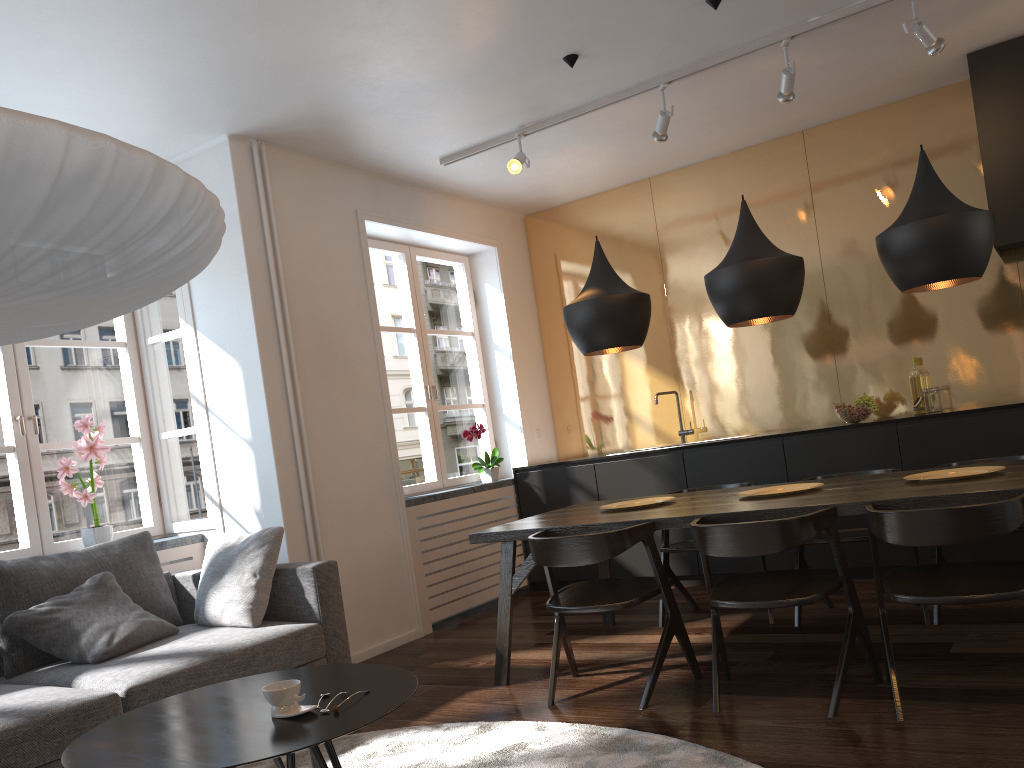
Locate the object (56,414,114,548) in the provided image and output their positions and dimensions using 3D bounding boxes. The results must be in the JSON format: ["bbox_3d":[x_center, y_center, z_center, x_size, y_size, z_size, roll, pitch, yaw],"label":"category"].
[{"bbox_3d":[-2.126,0.501,4.434,0.298,0.690,0.200,-8,0,11],"label":"object"}]

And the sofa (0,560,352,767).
[{"bbox_3d":[-1.554,1.119,2.673,2.050,0.671,3.058,-10,-5,32],"label":"sofa"}]

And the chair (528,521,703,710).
[{"bbox_3d":[0.374,0.907,3.562,0.596,0.670,0.518,-9,-2,31],"label":"chair"}]

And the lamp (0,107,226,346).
[{"bbox_3d":[-1.322,-0.206,1.758,1.465,0.210,1.478,-7,-4,-21],"label":"lamp"}]

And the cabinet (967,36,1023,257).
[{"bbox_3d":[3.454,-1.413,4.421,1.966,1.049,0.529,-10,-2,32],"label":"cabinet"}]

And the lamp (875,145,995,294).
[{"bbox_3d":[1.596,-0.643,3.367,0.410,0.540,0.412,-8,-1,-10],"label":"lamp"}]

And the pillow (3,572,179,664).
[{"bbox_3d":[-1.717,0.955,3.633,0.445,0.321,0.492,-9,-3,14],"label":"pillow"}]

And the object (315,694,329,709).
[{"bbox_3d":[-0.475,0.786,2.203,0.026,0.010,0.124,-8,-4,-2],"label":"object"}]

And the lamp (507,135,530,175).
[{"bbox_3d":[0.032,-1.263,4.909,0.085,0.239,0.250,-8,-2,19],"label":"lamp"}]

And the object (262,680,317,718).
[{"bbox_3d":[-0.536,0.759,2.123,0.140,0.069,0.091,-11,-4,44],"label":"object"}]

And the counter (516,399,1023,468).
[{"bbox_3d":[2.306,0.188,5.179,5.088,0.002,0.729,-11,-5,32],"label":"counter"}]

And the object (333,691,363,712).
[{"bbox_3d":[-0.391,0.768,2.160,0.015,0.015,0.167,-9,-4,19],"label":"object"}]

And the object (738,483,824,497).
[{"bbox_3d":[1.143,0.455,3.763,0.356,0.016,0.356,-9,-4,13],"label":"object"}]

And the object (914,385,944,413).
[{"bbox_3d":[2.438,0.091,5.170,0.177,0.151,0.088,-9,-1,10],"label":"object"}]

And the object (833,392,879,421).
[{"bbox_3d":[2.021,0.142,5.200,0.240,0.173,0.177,-9,-2,17],"label":"object"}]

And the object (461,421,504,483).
[{"bbox_3d":[-0.188,0.468,6.119,0.230,0.436,0.406,-8,-2,8],"label":"object"}]

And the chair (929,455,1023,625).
[{"bbox_3d":[2.153,0.676,3.887,0.596,0.670,0.518,-9,-2,32],"label":"chair"}]

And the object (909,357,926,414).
[{"bbox_3d":[2.453,0.007,5.341,0.092,0.339,0.092,-8,0,-1],"label":"object"}]

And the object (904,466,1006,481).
[{"bbox_3d":[1.700,0.349,3.403,0.358,0.016,0.354,-11,-5,36],"label":"object"}]

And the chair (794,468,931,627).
[{"bbox_3d":[1.646,0.772,4.215,0.596,0.670,0.518,-9,-2,30],"label":"chair"}]

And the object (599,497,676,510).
[{"bbox_3d":[0.585,0.560,4.122,0.358,0.016,0.354,-11,-5,36],"label":"object"}]

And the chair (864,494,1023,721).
[{"bbox_3d":[1.458,0.702,2.870,0.596,0.670,0.518,-9,-2,30],"label":"chair"}]

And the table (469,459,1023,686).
[{"bbox_3d":[1.186,0.798,3.723,2.514,0.678,1.103,-11,-4,32],"label":"table"}]

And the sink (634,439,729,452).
[{"bbox_3d":[2.171,0.188,5.215,3.432,0.243,0.480,-11,-4,31],"label":"sink"}]

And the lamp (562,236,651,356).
[{"bbox_3d":[0.431,-0.422,4.119,0.409,0.540,0.413,-8,-2,-24],"label":"lamp"}]

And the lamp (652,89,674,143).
[{"bbox_3d":[0.796,-1.397,4.585,0.085,0.238,0.252,-8,-2,-17],"label":"lamp"}]

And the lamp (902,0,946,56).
[{"bbox_3d":[2.646,-0.873,4.257,1.827,1.846,0.089,-7,0,-24],"label":"lamp"}]

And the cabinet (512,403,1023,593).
[{"bbox_3d":[2.369,0.633,5.180,5.091,0.899,0.730,-11,-3,32],"label":"cabinet"}]

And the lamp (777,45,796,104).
[{"bbox_3d":[1.335,-1.497,4.248,0.085,0.239,0.251,-8,-2,-2],"label":"lamp"}]

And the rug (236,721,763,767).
[{"bbox_3d":[-0.578,1.267,2.048,2.843,0.012,2.837,-9,-4,12],"label":"rug"}]

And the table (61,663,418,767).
[{"bbox_3d":[-0.622,1.051,2.209,0.852,0.472,0.844,-10,-4,34],"label":"table"}]

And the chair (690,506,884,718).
[{"bbox_3d":[0.946,0.799,3.200,0.596,0.670,0.517,-9,-2,33],"label":"chair"}]

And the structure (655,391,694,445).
[{"bbox_3d":[1.118,0.238,6.062,0.264,0.385,0.110,-7,-1,-42],"label":"structure"}]

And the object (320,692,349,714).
[{"bbox_3d":[-0.433,0.774,2.165,0.025,0.016,0.164,-8,-4,7],"label":"object"}]

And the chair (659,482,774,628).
[{"bbox_3d":[1.068,0.884,4.622,0.596,0.670,0.518,-9,-2,28],"label":"chair"}]

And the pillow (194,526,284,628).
[{"bbox_3d":[-1.259,0.872,3.959,0.496,0.414,0.285,-10,-2,31],"label":"pillow"}]

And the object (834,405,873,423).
[{"bbox_3d":[2.024,0.181,5.218,0.218,0.097,0.219,-8,-3,-10],"label":"object"}]

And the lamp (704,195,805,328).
[{"bbox_3d":[1.014,-0.532,3.743,0.411,0.540,0.411,-8,-1,9],"label":"lamp"}]

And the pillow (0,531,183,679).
[{"bbox_3d":[-1.861,0.933,3.864,0.276,0.476,0.833,-9,-3,33],"label":"pillow"}]
